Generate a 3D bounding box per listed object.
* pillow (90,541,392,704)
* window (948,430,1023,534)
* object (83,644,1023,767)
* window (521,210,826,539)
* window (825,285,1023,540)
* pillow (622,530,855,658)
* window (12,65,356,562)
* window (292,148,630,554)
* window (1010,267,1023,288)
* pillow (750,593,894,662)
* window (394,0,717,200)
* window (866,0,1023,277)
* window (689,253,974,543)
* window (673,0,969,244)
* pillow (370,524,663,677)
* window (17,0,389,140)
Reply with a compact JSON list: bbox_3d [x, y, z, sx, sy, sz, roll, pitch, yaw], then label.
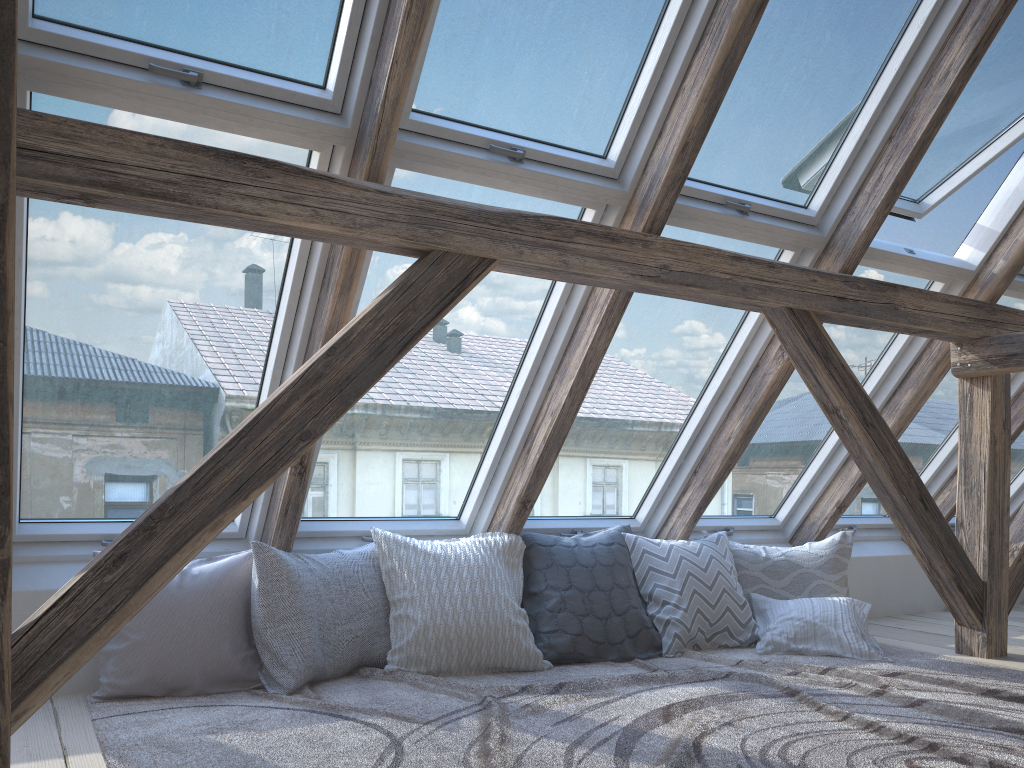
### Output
[{"bbox_3d":[-0.812,0.791,2.997,1.137,0.523,0.436,5,-5,-38],"label":"pillow"},{"bbox_3d":[2.911,0.250,4.937,0.857,1.273,1.099,2,-3,-30],"label":"window"},{"bbox_3d":[0.556,0.972,2.647,3.194,0.056,2.197,5,-8,-30],"label":"object"},{"bbox_3d":[0.526,0.052,3.547,0.857,1.273,1.099,2,-3,-30],"label":"window"},{"bbox_3d":[2.116,0.184,4.474,0.857,1.273,1.099,2,-3,-30],"label":"window"},{"bbox_3d":[1.031,0.929,3.990,1.156,0.532,0.502,3,-4,-25],"label":"pillow"},{"bbox_3d":[-1.064,-0.080,2.621,0.857,1.273,1.099,2,-3,-30],"label":"window"},{"bbox_3d":[-0.269,-0.014,3.084,0.857,1.273,1.099,2,-3,-30],"label":"window"},{"bbox_3d":[2.634,-1.099,3.604,0.857,1.273,1.099,2,-3,-30],"label":"window"},{"bbox_3d":[1.308,1.047,3.783,0.536,0.241,0.478,0,-5,11],"label":"pillow"},{"bbox_3d":[0.250,-1.297,2.214,0.857,1.273,1.099,2,-3,-30],"label":"window"},{"bbox_3d":[1.815,-1.161,3.183,0.857,1.272,1.410,2,-4,-30],"label":"window"},{"bbox_3d":[1.321,0.118,4.011,0.857,1.273,1.099,2,-3,-30],"label":"window"},{"bbox_3d":[1.045,-1.231,2.678,0.857,1.273,1.099,2,-3,-30],"label":"window"},{"bbox_3d":[0.059,0.825,3.474,1.275,0.562,0.469,4,-4,-29],"label":"pillow"},{"bbox_3d":[-0.545,-1.364,1.751,0.857,1.273,1.099,2,-3,-30],"label":"window"}]
